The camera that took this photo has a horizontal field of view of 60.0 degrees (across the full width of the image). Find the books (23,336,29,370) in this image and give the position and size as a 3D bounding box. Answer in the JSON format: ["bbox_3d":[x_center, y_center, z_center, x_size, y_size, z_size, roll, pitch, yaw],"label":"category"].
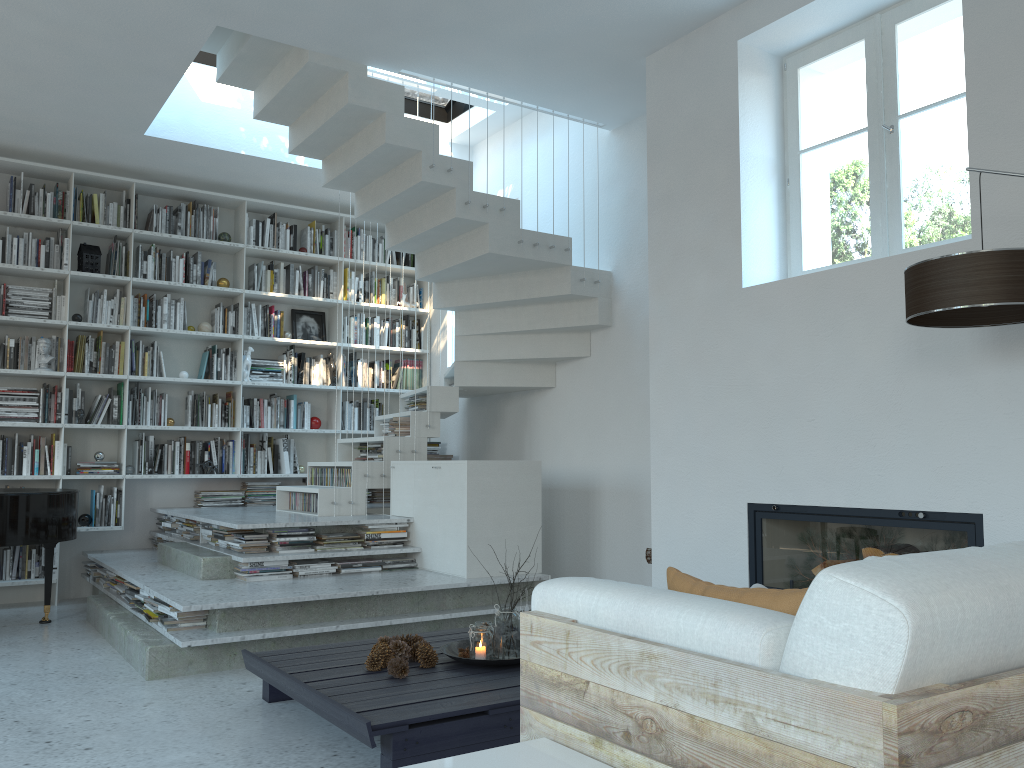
[{"bbox_3d":[-3.500,-0.209,6.377,0.025,0.258,0.150,3,-5,-33],"label":"books"}]

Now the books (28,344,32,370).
[{"bbox_3d":[-3.490,-0.181,6.402,0.022,0.206,0.114,3,-5,-33],"label":"books"}]

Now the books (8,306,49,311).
[{"bbox_3d":[-3.501,-0.538,6.413,0.254,0.012,0.161,3,-6,-31],"label":"books"}]

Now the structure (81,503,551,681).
[{"bbox_3d":[-1.252,1.217,6.057,2.900,0.658,3.115,3,-6,-33],"label":"structure"}]

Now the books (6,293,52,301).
[{"bbox_3d":[-3.502,-0.622,6.421,0.285,0.012,0.159,4,-6,-34],"label":"books"}]

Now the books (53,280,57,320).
[{"bbox_3d":[-3.361,-0.597,6.512,0.012,0.318,0.140,3,-5,-33],"label":"books"}]

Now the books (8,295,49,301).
[{"bbox_3d":[-3.501,-0.610,6.418,0.254,0.012,0.161,3,-6,-31],"label":"books"}]

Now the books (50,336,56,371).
[{"bbox_3d":[-3.363,-0.209,6.490,0.025,0.278,0.108,3,-5,-33],"label":"books"}]

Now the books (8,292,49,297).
[{"bbox_3d":[-3.498,-0.635,6.415,0.254,0.012,0.161,3,-6,-28],"label":"books"}]

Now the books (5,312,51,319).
[{"bbox_3d":[-3.502,-0.489,6.411,0.285,0.012,0.159,3,-6,-32],"label":"books"}]

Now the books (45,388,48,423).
[{"bbox_3d":[-3.387,0.166,6.437,0.013,0.256,0.163,3,-6,-33],"label":"books"}]

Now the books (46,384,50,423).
[{"bbox_3d":[-3.377,0.150,6.444,0.011,0.288,0.152,3,-5,-33],"label":"books"}]

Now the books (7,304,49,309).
[{"bbox_3d":[-3.501,-0.550,6.414,0.254,0.012,0.161,4,-6,-35],"label":"books"}]

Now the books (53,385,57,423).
[{"bbox_3d":[-3.333,0.156,6.458,0.011,0.279,0.186,3,-6,-33],"label":"books"}]

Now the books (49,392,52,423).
[{"bbox_3d":[-3.371,0.179,6.454,0.013,0.232,0.134,3,-5,-33],"label":"books"}]

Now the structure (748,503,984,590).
[{"bbox_3d":[1.710,0.820,3.846,0.735,0.583,1.211,4,-6,-37],"label":"structure"}]

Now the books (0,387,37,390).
[{"bbox_3d":[-3.542,0.037,6.336,0.254,0.012,0.161,3,-6,-29],"label":"books"}]

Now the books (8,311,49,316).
[{"bbox_3d":[-3.503,-0.501,6.414,0.254,0.012,0.161,3,-6,-33],"label":"books"}]

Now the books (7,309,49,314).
[{"bbox_3d":[-3.502,-0.514,6.413,0.254,0.012,0.161,4,-6,-34],"label":"books"}]

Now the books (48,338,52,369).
[{"bbox_3d":[-3.378,-0.202,6.466,0.025,0.259,0.130,3,-5,-33],"label":"books"}]

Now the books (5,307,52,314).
[{"bbox_3d":[-3.500,-0.526,6.410,0.285,0.012,0.159,4,-6,-36],"label":"books"}]

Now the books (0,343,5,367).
[{"bbox_3d":[-3.639,-0.186,6.302,0.050,0.198,0.146,3,-6,-33],"label":"books"}]

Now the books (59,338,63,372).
[{"bbox_3d":[-3.321,-0.200,6.520,0.023,0.264,0.107,3,-5,-33],"label":"books"}]

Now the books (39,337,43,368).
[{"bbox_3d":[-3.427,-0.205,6.446,0.014,0.263,0.135,3,-5,-33],"label":"books"}]

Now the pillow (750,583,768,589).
[{"bbox_3d":[0.598,0.567,1.612,0.237,0.354,0.482,4,-6,-38],"label":"pillow"}]

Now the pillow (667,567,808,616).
[{"bbox_3d":[0.437,0.502,1.566,0.200,0.339,0.463,4,-6,-39],"label":"pillow"}]

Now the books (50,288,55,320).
[{"bbox_3d":[-3.363,-0.566,6.490,0.012,0.254,0.161,3,-6,-33],"label":"books"}]

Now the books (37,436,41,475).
[{"bbox_3d":[-3.420,0.516,6.400,0.010,0.283,0.132,3,-5,-33],"label":"books"}]

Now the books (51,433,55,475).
[{"bbox_3d":[-3.340,0.511,6.443,0.011,0.300,0.149,3,-5,-33],"label":"books"}]

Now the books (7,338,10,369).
[{"bbox_3d":[-3.595,-0.203,6.316,0.010,0.234,0.175,3,-6,-33],"label":"books"}]

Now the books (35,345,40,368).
[{"bbox_3d":[-3.442,-0.177,6.423,0.035,0.201,0.149,3,-6,-33],"label":"books"}]

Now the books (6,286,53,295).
[{"bbox_3d":[-3.497,-0.673,6.417,0.285,0.012,0.159,4,-7,-38],"label":"books"}]

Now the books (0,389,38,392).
[{"bbox_3d":[-3.543,0.049,6.336,0.254,0.012,0.161,4,-6,-36],"label":"books"}]

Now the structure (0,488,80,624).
[{"bbox_3d":[-3.468,1.024,4.966,1.919,0.832,1.335,3,-6,-33],"label":"structure"}]

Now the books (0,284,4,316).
[{"bbox_3d":[-3.638,-0.578,6.313,0.015,0.244,0.183,3,-6,-33],"label":"books"}]

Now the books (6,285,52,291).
[{"bbox_3d":[-3.501,-0.684,6.424,0.285,0.012,0.159,3,-6,-31],"label":"books"}]

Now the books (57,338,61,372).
[{"bbox_3d":[-3.333,-0.199,6.504,0.014,0.260,0.137,3,-5,-33],"label":"books"}]

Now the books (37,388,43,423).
[{"bbox_3d":[-3.411,0.165,6.411,0.012,0.254,0.161,3,-6,-33],"label":"books"}]

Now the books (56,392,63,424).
[{"bbox_3d":[-3.309,0.181,6.460,0.034,0.229,0.199,3,-6,-33],"label":"books"}]

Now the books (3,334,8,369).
[{"bbox_3d":[-3.607,-0.215,6.314,0.014,0.258,0.161,3,-6,-33],"label":"books"}]

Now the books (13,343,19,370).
[{"bbox_3d":[-3.550,-0.184,6.334,0.029,0.200,0.178,3,-6,-33],"label":"books"}]

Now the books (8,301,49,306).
[{"bbox_3d":[-3.502,-0.574,6.417,0.254,0.012,0.161,3,-6,-32],"label":"books"}]

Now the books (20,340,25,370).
[{"bbox_3d":[-3.532,-0.195,6.378,0.025,0.230,0.143,3,-6,-33],"label":"books"}]

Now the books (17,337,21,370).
[{"bbox_3d":[-3.527,-0.206,6.338,0.012,0.245,0.186,3,-6,-33],"label":"books"}]

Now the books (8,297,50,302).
[{"bbox_3d":[-3.500,-0.598,6.416,0.254,0.012,0.161,4,-6,-36],"label":"books"}]

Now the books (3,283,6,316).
[{"bbox_3d":[-3.619,-0.579,6.311,0.013,0.246,0.176,3,-6,-33],"label":"books"}]

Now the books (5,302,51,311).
[{"bbox_3d":[-3.502,-0.562,6.417,0.285,0.012,0.159,3,-6,-32],"label":"books"}]

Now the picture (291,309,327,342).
[{"bbox_3d":[-1.748,-0.486,7.634,0.300,0.299,0.077,3,-6,-33],"label":"picture"}]

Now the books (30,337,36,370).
[{"bbox_3d":[-3.468,-0.207,6.411,0.024,0.258,0.126,3,-5,-33],"label":"books"}]

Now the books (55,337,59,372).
[{"bbox_3d":[-3.338,-0.203,6.486,0.014,0.266,0.154,3,-5,-33],"label":"books"}]

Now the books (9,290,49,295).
[{"bbox_3d":[-3.501,-0.648,6.421,0.254,0.012,0.161,3,-6,-31],"label":"books"}]

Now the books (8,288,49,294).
[{"bbox_3d":[-3.504,-0.660,6.426,0.254,0.012,0.161,3,-6,-33],"label":"books"}]

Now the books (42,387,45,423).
[{"bbox_3d":[-3.400,0.162,6.416,0.011,0.260,0.184,3,-6,-33],"label":"books"}]

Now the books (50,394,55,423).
[{"bbox_3d":[-3.356,0.187,6.461,0.021,0.217,0.132,3,-6,-33],"label":"books"}]

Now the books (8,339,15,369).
[{"bbox_3d":[-3.573,-0.198,6.317,0.029,0.224,0.185,3,-6,-33],"label":"books"}]

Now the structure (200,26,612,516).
[{"bbox_3d":[-0.927,-0.493,5.946,2.614,3.379,1.955,3,-6,-33],"label":"structure"}]

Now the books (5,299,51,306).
[{"bbox_3d":[-3.500,-0.586,6.415,0.285,0.012,0.159,3,-6,-30],"label":"books"}]
